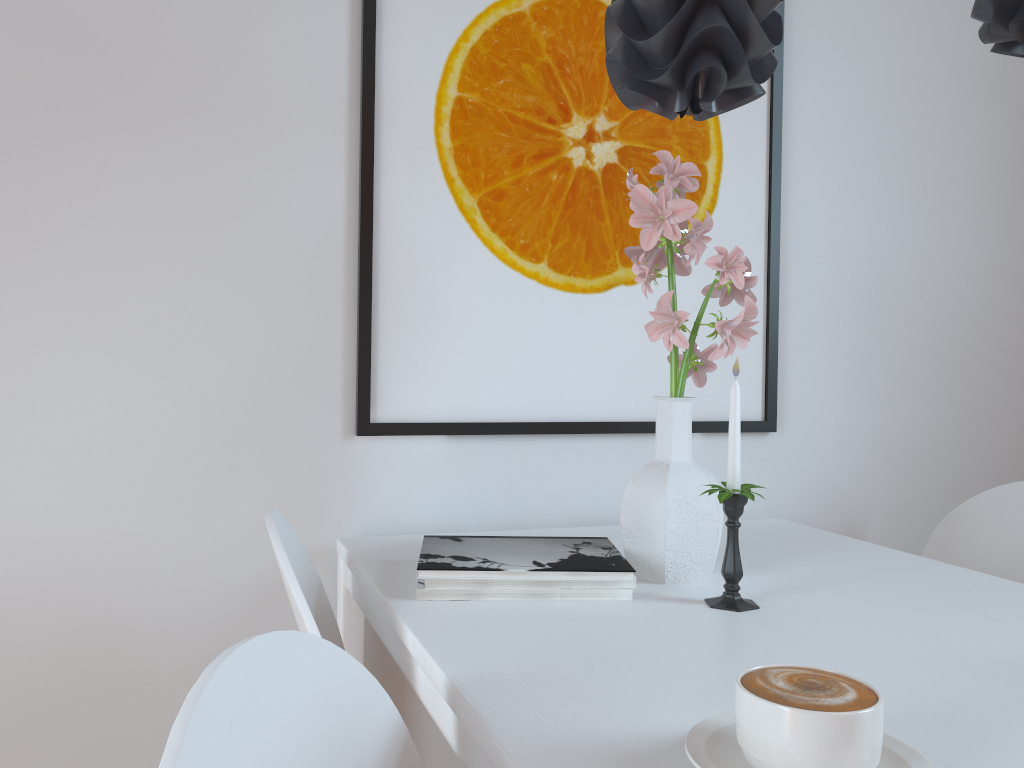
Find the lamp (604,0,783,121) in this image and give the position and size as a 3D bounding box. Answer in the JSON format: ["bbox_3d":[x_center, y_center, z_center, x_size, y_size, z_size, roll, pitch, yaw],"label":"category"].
[{"bbox_3d":[0.188,-1.017,0.870,0.169,1.505,0.170,1,0,-2],"label":"lamp"}]

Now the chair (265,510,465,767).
[{"bbox_3d":[0.012,0.592,1.131,0.641,0.870,0.508,1,1,-14],"label":"chair"}]

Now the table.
[{"bbox_3d":[0.319,0.649,0.945,0.827,0.771,1.285,1,1,-19],"label":"table"}]

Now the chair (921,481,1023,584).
[{"bbox_3d":[0.643,0.596,1.385,0.638,0.870,0.510,1,1,-24],"label":"chair"}]

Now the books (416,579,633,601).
[{"bbox_3d":[0.008,0.248,1.147,0.258,0.014,0.192,1,1,-4],"label":"books"}]

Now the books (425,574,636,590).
[{"bbox_3d":[0.013,0.234,1.147,0.253,0.014,0.192,1,1,-5],"label":"books"}]

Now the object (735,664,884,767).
[{"bbox_3d":[0.199,0.232,0.601,0.093,0.064,0.099,1,1,-16],"label":"object"}]

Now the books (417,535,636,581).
[{"bbox_3d":[0.011,0.221,1.139,0.257,0.012,0.207,1,1,-2],"label":"books"}]

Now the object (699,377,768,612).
[{"bbox_3d":[0.262,0.112,1.048,0.080,0.298,0.078,1,1,21],"label":"object"}]

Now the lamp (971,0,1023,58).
[{"bbox_3d":[0.637,-1.133,1.015,0.167,1.505,0.171,1,1,-27],"label":"lamp"}]

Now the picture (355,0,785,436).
[{"bbox_3d":[0.131,-0.438,1.564,0.793,1.052,0.017,1,1,-18],"label":"picture"}]

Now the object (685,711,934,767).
[{"bbox_3d":[0.199,0.261,0.599,0.160,0.020,0.161,1,1,-4],"label":"object"}]

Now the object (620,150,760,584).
[{"bbox_3d":[0.240,-0.032,1.207,0.178,0.579,0.179,1,1,8],"label":"object"}]

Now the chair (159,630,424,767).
[{"bbox_3d":[0.134,0.605,0.518,0.648,0.870,0.502,1,1,6],"label":"chair"}]
